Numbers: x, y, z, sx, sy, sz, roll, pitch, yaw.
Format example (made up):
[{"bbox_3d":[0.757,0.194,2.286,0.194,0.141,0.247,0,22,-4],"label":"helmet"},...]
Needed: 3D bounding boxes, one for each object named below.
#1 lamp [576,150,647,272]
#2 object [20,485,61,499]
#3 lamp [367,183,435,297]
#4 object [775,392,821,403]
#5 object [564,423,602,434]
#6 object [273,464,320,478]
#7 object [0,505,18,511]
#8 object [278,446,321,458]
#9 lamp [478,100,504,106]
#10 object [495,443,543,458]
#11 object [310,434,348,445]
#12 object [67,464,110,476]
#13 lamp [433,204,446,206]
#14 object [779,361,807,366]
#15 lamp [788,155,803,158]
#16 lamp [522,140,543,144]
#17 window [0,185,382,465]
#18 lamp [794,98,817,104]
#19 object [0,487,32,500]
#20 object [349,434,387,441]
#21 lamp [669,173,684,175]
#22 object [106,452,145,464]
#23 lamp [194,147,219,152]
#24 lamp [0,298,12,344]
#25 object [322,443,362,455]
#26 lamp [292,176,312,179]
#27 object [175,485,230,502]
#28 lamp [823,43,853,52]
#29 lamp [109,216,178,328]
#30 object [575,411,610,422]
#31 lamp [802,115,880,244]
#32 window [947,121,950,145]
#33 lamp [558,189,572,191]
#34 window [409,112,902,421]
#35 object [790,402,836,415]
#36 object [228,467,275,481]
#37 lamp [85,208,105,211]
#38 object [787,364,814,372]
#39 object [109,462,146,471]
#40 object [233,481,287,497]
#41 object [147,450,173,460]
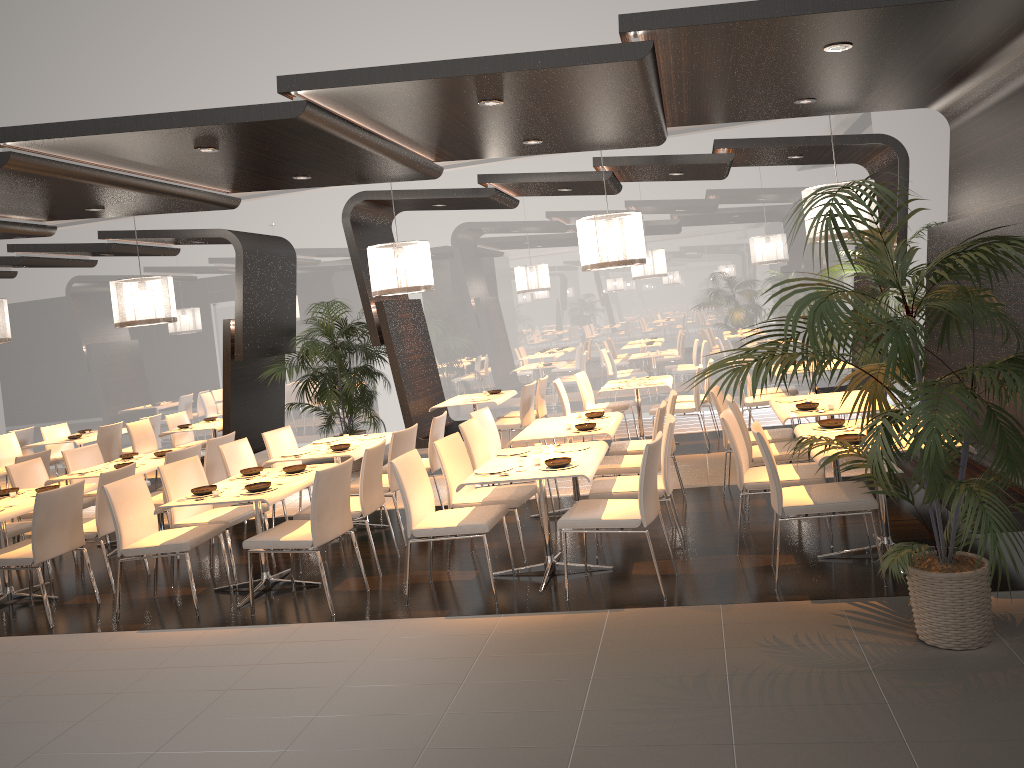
[{"bbox_3d":[0.871,-2.074,8.478,0.624,1.929,0.630,-6,1,40],"label":"lamp"},{"bbox_3d":[-3.531,0.803,6.709,0.303,0.044,0.366,-6,5,11],"label":"object"},{"bbox_3d":[-1.202,-1.870,8.904,0.624,1.929,0.630,-6,1,40],"label":"lamp"},{"bbox_3d":[2.269,0.111,7.013,0.334,0.038,0.378,-6,5,6],"label":"object"},{"bbox_3d":[0.538,0.329,6.752,0.303,0.044,0.366,-6,5,11],"label":"object"},{"bbox_3d":[-1.565,0.609,6.309,0.303,0.044,0.366,-6,5,11],"label":"object"},{"bbox_3d":[-3.651,0.866,6.108,0.303,0.044,0.366,-6,5,11],"label":"object"},{"bbox_3d":[-1.737,0.557,7.221,0.334,0.038,0.378,-6,5,6],"label":"object"},{"bbox_3d":[-0.136,-1.804,5.633,0.161,0.050,0.162,-5,4,17],"label":"lamp"},{"bbox_3d":[0.046,0.451,6.002,0.334,0.038,0.378,-6,5,6],"label":"object"},{"bbox_3d":[-1.615,0.493,7.823,0.334,0.038,0.378,-6,5,6],"label":"object"},{"bbox_3d":[-3.674,0.744,7.658,0.334,0.038,0.378,-6,5,6],"label":"object"},{"bbox_3d":[-0.853,-2.110,10.360,0.159,0.054,0.161,-5,4,17],"label":"lamp"},{"bbox_3d":[3.148,-0.232,9.911,0.303,0.044,0.366,-6,5,11],"label":"object"},{"bbox_3d":[3.063,-2.469,9.556,0.161,0.056,0.162,-6,4,6],"label":"lamp"},{"bbox_3d":[0.164,-1.961,7.113,0.161,0.050,0.162,-5,4,17],"label":"lamp"},{"bbox_3d":[-5.211,-0.842,13.589,6.567,3.979,0.070,-6,0,12],"label":"window"},{"bbox_3d":[2.219,-2.155,6.690,0.161,0.050,0.162,-5,4,17],"label":"lamp"},{"bbox_3d":[-3.856,0.836,6.766,0.303,0.044,0.366,-6,5,11],"label":"object"},{"bbox_3d":[-1.272,0.455,7.805,0.335,0.038,0.378,-7,5,1],"label":"object"},{"bbox_3d":[1.821,-2.346,9.811,0.161,0.056,0.162,-6,4,6],"label":"lamp"},{"bbox_3d":[-3.562,0.679,8.253,0.303,0.044,0.366,-6,5,11],"label":"object"},{"bbox_3d":[-2.087,-1.612,6.034,0.161,0.050,0.162,-5,4,17],"label":"lamp"},{"bbox_3d":[-6.074,-1.390,9.905,0.627,1.929,0.627,-7,1,-2],"label":"lamp"},{"bbox_3d":[-1.413,0.518,7.199,0.303,0.044,0.366,-6,5,11],"label":"object"},{"bbox_3d":[-1.788,-1.769,7.513,0.160,0.050,0.161,-6,4,6],"label":"lamp"},{"bbox_3d":[-1.994,0.703,5.770,0.303,0.044,0.366,-6,5,11],"label":"object"},{"bbox_3d":[1.920,-1.998,5.211,0.161,0.050,0.162,-5,4,17],"label":"lamp"},{"bbox_3d":[-4.033,-1.591,9.486,0.628,1.929,0.625,-7,1,-16],"label":"lamp"},{"bbox_3d":[0.667,0.262,7.388,0.303,0.044,0.366,-6,5,11],"label":"object"},{"bbox_3d":[2.913,-2.276,8.059,0.624,1.929,0.630,-6,1,44],"label":"lamp"},{"bbox_3d":[4.777,-1.500,7.586,0.070,3.973,6.610,-7,3,12],"label":"window"},{"bbox_3d":[0.599,-2.226,10.063,0.161,0.056,0.162,-6,4,6],"label":"lamp"},{"bbox_3d":[1.798,-1.532,12.149,6.567,3.979,0.070,-6,0,12],"label":"window"},{"bbox_3d":[2.179,0.168,6.417,0.303,0.044,0.366,-6,5,11],"label":"object"},{"bbox_3d":[-1.859,0.637,6.376,0.303,0.044,0.366,-6,5,11],"label":"object"},{"bbox_3d":[-3.733,-1.577,7.913,0.160,0.050,0.161,-6,4,6],"label":"lamp"},{"bbox_3d":[3.021,-0.165,9.307,0.334,0.038,0.378,-6,5,6],"label":"object"},{"bbox_3d":[-3.348,0.707,7.610,0.303,0.044,0.366,-6,5,11],"label":"object"},{"bbox_3d":[-1.656,0.668,5.723,0.303,0.044,0.366,-6,5,11],"label":"object"},{"bbox_3d":[-3.243,0.647,8.193,0.303,0.044,0.366,-6,5,11],"label":"object"}]
